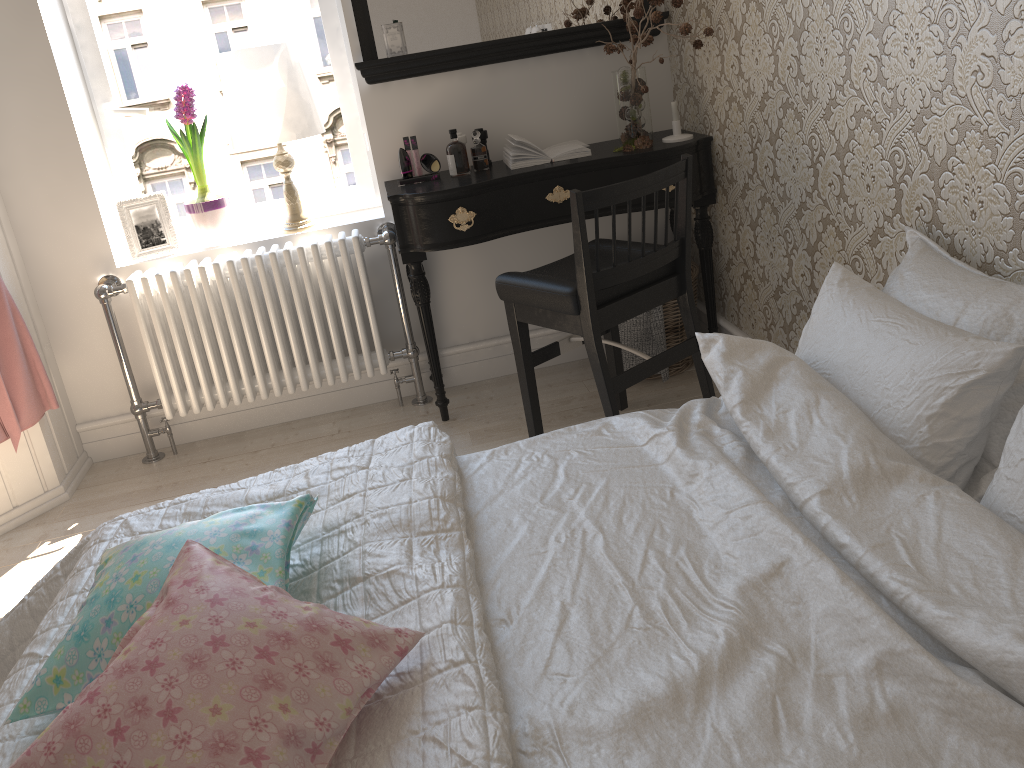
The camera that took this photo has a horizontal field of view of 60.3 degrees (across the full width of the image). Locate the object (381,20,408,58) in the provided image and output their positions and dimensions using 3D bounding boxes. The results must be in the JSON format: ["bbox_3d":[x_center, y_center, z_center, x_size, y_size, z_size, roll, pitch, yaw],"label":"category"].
[{"bbox_3d":[-0.402,-1.183,3.019,0.072,0.118,0.038,-10,17,-2],"label":"object"}]

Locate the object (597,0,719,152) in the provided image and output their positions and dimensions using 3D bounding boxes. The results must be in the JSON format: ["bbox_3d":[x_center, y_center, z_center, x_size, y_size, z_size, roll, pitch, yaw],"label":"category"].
[{"bbox_3d":[0.454,-1.053,2.868,0.323,0.583,0.548,-22,23,-33],"label":"object"}]

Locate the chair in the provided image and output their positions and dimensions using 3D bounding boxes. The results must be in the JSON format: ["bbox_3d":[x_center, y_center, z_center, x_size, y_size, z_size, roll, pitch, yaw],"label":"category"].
[{"bbox_3d":[0.279,-0.208,2.605,0.465,0.838,0.462,-23,22,-34],"label":"chair"}]

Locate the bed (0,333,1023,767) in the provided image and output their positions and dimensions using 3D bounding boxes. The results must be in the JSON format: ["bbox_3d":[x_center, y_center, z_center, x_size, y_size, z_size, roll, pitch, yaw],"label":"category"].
[{"bbox_3d":[0.039,0.462,1.331,2.215,0.614,2.008,-12,21,-6],"label":"bed"}]

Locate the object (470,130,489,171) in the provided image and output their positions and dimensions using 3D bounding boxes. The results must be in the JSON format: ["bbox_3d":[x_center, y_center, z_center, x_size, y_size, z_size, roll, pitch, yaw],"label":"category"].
[{"bbox_3d":[-0.116,-0.806,3.047,0.054,0.135,0.056,1,21,31],"label":"object"}]

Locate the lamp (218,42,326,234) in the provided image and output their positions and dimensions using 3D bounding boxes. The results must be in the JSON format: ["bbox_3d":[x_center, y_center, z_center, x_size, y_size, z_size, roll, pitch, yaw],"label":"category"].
[{"bbox_3d":[-0.835,-0.868,3.156,0.339,0.635,0.351,-8,18,5],"label":"lamp"}]

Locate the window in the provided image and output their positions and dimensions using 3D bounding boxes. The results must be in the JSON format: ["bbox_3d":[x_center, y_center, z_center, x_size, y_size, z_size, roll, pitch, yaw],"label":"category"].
[{"bbox_3d":[-1.104,-1.411,3.129,0.951,1.734,0.113,-12,17,-7],"label":"window"}]

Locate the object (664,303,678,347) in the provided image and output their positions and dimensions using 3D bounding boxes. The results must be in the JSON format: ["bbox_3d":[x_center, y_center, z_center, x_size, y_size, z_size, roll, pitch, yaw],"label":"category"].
[{"bbox_3d":[0.428,-0.262,3.231,0.368,0.323,0.311,-11,19,-5],"label":"object"}]

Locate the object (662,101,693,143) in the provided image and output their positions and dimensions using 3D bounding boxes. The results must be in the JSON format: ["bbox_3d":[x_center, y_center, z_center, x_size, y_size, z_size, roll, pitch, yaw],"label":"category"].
[{"bbox_3d":[0.556,-0.890,2.991,0.105,0.127,0.108,0,21,27],"label":"object"}]

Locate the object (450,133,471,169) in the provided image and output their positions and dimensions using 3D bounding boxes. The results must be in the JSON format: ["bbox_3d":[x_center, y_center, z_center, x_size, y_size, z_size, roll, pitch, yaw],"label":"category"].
[{"bbox_3d":[-0.180,-0.817,3.108,0.058,0.130,0.059,7,24,42],"label":"object"}]

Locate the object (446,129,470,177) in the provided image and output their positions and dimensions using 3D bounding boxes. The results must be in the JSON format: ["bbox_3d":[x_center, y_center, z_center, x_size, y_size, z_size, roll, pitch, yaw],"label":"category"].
[{"bbox_3d":[-0.189,-0.790,3.013,0.070,0.154,0.072,-13,18,-12],"label":"object"}]

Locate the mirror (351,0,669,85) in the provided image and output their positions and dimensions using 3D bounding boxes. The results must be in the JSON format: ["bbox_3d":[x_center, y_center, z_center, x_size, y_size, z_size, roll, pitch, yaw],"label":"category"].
[{"bbox_3d":[-0.027,-1.401,3.022,1.120,0.557,0.068,-12,17,-7],"label":"mirror"}]

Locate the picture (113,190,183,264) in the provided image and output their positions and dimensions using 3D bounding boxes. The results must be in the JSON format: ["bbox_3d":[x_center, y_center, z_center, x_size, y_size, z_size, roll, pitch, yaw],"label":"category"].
[{"bbox_3d":[-1.291,-0.558,3.134,0.178,0.219,0.050,-19,19,-26],"label":"picture"}]

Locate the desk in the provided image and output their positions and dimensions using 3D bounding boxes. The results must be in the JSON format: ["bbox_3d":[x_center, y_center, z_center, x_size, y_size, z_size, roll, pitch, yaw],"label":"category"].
[{"bbox_3d":[0.178,-0.388,3.143,1.107,0.801,0.447,-12,18,-7],"label":"desk"}]

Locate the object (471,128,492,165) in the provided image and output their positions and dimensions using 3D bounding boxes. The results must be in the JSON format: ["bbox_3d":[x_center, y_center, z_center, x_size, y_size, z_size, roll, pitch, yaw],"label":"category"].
[{"bbox_3d":[-0.108,-0.842,3.142,0.058,0.130,0.059,7,24,42],"label":"object"}]

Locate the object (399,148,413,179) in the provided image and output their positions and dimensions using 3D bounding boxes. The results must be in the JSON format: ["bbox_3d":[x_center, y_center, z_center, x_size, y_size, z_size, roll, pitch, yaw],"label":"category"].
[{"bbox_3d":[-0.370,-0.762,3.062,0.031,0.117,0.056,1,21,30],"label":"object"}]

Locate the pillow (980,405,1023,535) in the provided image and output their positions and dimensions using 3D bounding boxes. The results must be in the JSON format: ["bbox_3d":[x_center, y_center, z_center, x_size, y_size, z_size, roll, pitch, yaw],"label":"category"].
[{"bbox_3d":[0.780,0.187,1.038,0.202,0.299,0.580,-12,21,-6],"label":"pillow"}]

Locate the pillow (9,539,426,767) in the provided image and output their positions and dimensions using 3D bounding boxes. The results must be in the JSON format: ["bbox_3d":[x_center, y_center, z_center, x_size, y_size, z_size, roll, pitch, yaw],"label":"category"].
[{"bbox_3d":[-0.349,0.371,1.032,0.353,0.197,0.406,0,23,24],"label":"pillow"}]

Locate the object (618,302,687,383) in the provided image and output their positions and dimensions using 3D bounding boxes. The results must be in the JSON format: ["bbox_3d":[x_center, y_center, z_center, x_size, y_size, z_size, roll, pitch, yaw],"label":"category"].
[{"bbox_3d":[0.481,-0.243,3.206,0.290,0.346,0.359,2,22,31],"label":"object"}]

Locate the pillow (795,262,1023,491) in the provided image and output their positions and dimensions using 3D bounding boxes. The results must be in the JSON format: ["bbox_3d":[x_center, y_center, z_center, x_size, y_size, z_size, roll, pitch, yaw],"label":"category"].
[{"bbox_3d":[0.682,-0.004,1.613,0.204,0.295,0.577,-12,21,-6],"label":"pillow"}]

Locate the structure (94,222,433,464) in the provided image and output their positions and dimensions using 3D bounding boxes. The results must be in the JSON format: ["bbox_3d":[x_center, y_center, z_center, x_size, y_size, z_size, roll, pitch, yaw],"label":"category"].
[{"bbox_3d":[-0.872,-0.146,3.168,1.070,0.664,0.170,-12,17,-7],"label":"structure"}]

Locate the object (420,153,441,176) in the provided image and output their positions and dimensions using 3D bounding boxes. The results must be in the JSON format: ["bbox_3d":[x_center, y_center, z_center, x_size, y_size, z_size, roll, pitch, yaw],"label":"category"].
[{"bbox_3d":[-0.296,-0.755,3.060,0.080,0.083,0.085,3,23,31],"label":"object"}]

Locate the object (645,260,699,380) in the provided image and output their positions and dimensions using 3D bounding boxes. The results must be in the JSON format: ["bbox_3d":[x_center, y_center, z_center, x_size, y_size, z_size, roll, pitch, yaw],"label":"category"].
[{"bbox_3d":[0.499,-0.272,3.239,0.393,0.420,0.405,-1,21,24],"label":"object"}]

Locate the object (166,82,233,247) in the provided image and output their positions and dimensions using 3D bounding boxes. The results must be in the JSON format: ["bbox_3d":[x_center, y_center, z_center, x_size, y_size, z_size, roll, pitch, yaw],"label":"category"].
[{"bbox_3d":[-1.123,-0.779,3.150,0.158,0.562,0.160,-16,18,-20],"label":"object"}]

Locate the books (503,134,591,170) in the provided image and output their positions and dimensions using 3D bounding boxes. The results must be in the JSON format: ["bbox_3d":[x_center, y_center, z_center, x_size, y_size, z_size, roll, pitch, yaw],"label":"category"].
[{"bbox_3d":[0.112,-0.828,3.062,0.279,0.093,0.232,-11,21,-4],"label":"books"}]

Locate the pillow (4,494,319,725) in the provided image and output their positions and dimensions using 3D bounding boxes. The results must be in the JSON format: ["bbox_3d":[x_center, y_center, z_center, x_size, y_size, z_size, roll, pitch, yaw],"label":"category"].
[{"bbox_3d":[-0.478,0.312,1.290,0.362,0.164,0.393,-10,21,-1],"label":"pillow"}]

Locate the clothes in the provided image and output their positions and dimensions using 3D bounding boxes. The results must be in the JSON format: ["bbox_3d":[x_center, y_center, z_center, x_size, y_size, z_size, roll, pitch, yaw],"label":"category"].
[{"bbox_3d":[-1.642,-0.199,2.706,0.092,0.853,0.339,-3,19,22],"label":"clothes"}]

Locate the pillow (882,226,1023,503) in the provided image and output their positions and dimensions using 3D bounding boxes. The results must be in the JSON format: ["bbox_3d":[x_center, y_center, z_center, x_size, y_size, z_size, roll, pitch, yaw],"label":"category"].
[{"bbox_3d":[0.845,0.038,1.348,0.311,0.345,1.289,-11,21,-5],"label":"pillow"}]

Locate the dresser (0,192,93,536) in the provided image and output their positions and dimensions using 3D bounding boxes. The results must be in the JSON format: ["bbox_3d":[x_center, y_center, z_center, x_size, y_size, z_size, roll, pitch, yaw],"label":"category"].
[{"bbox_3d":[-2.159,-0.676,2.507,1.027,2.513,0.720,-12,17,-6],"label":"dresser"}]
